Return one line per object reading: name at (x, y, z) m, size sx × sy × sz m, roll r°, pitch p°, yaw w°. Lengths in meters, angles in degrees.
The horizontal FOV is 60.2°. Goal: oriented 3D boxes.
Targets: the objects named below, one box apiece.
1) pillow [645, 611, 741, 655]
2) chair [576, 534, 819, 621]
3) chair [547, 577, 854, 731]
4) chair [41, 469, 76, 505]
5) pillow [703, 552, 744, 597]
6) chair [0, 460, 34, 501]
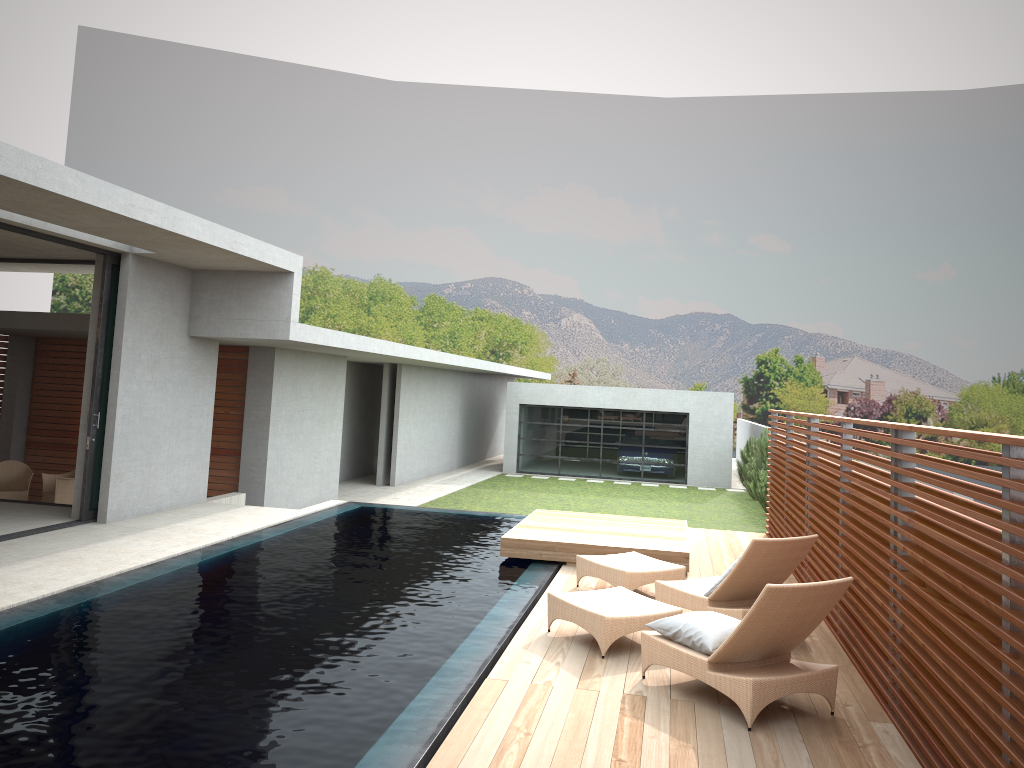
pillow at (1.277, 1.582, 5.690) m, size 0.593 × 0.195 × 0.593 m, roll 3°, pitch -1°, yaw -33°
chair at (1.497, 1.550, 7.640) m, size 0.698 × 0.832 × 2.290 m, roll 5°, pitch -2°, yaw -30°
chair at (1.144, 1.520, 6.004) m, size 0.698 × 0.832 × 2.290 m, roll 5°, pitch -2°, yaw -30°
chair at (-7.019, 1.712, 13.959) m, size 0.617 × 0.869 × 0.626 m, roll 0°, pitch -5°, yaw 40°
pillow at (1.894, 1.495, 6.990) m, size 0.606 × 0.430 × 0.426 m, roll 4°, pitch -3°, yaw -31°
chair at (-7.933, 1.666, 13.961) m, size 0.615 × 0.869 × 0.629 m, roll 5°, pitch -4°, yaw -34°
